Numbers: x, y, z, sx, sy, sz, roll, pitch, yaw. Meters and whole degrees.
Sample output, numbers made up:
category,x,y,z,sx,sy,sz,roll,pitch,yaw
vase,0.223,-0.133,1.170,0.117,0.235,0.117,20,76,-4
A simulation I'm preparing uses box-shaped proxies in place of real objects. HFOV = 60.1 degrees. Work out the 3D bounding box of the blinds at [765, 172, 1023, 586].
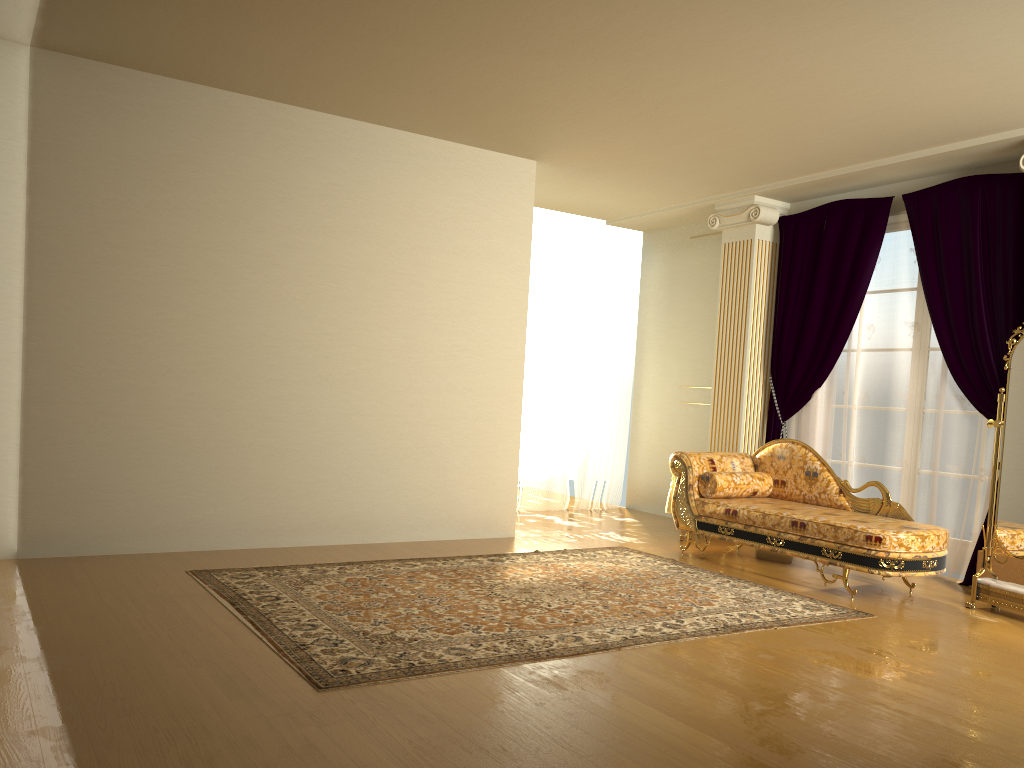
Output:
category,x,y,z,sx,sy,sz,roll,pitch,yaw
blinds,2.694,-0.027,6.279,0.339,2.660,2.227,1,2,-31

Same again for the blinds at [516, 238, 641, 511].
category,x,y,z,sx,sy,sz,roll,pitch,yaw
blinds,0.300,-0.064,8.170,2.168,2.514,0.163,2,3,-30

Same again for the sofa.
category,x,y,z,sx,sy,sz,roll,pitch,yaw
sofa,1.864,0.808,5.757,0.694,0.873,1.887,2,1,-32

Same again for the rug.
category,x,y,z,sx,sy,sz,roll,pitch,yaw
rug,0.077,1.118,4.754,3.082,0.017,2.111,4,-1,-32

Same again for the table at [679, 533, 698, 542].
category,x,y,z,sx,sy,sz,roll,pitch,yaw
table,1.556,0.925,6.998,0.571,0.645,0.570,4,2,13

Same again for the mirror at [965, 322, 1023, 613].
category,x,y,z,sx,sy,sz,roll,pitch,yaw
mirror,2.820,0.434,4.811,0.243,1.705,0.539,2,3,-22
